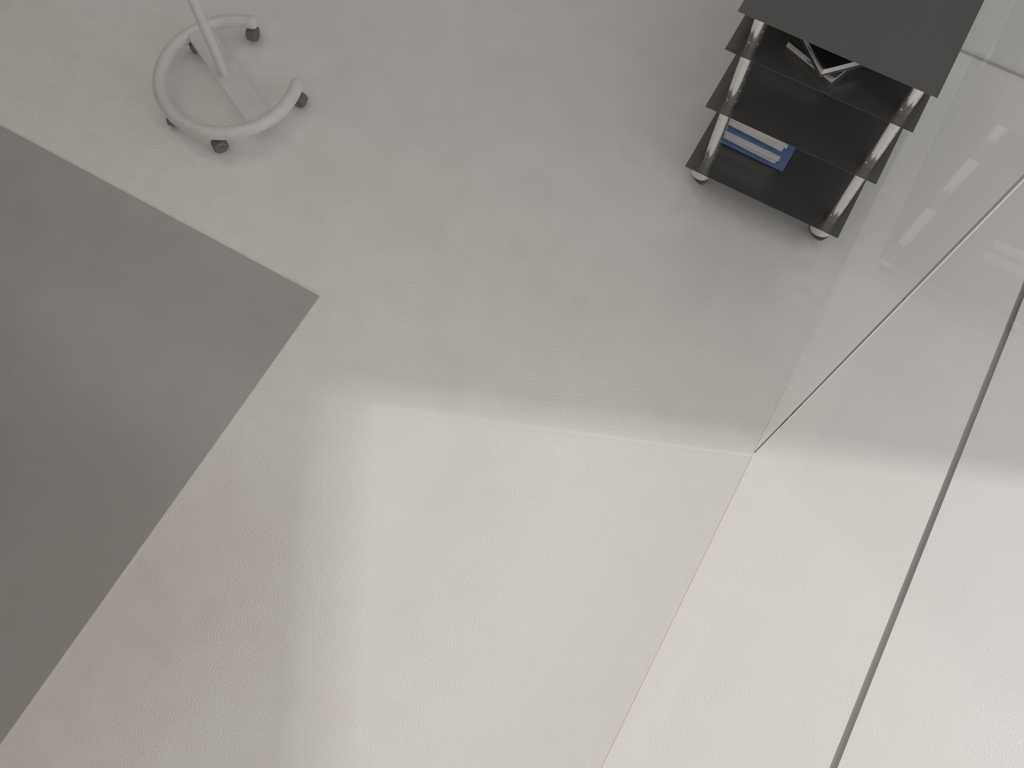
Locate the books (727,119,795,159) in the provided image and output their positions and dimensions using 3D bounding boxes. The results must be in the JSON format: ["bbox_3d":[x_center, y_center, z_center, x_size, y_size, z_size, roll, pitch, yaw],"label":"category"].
[{"bbox_3d":[0.899,-0.959,3.020,0.263,0.077,0.320,28,72,9],"label":"books"}]

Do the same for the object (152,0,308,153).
[{"bbox_3d":[-1.012,-1.453,2.325,0.553,2.088,0.560,14,70,4],"label":"object"}]

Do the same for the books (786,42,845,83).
[{"bbox_3d":[0.891,-0.952,2.507,0.146,0.028,0.170,-40,75,-14],"label":"books"}]

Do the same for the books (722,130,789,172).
[{"bbox_3d":[0.897,-0.934,3.089,0.263,0.077,0.320,28,72,9],"label":"books"}]

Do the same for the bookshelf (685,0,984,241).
[{"bbox_3d":[1.088,-1.122,2.891,0.567,0.855,0.985,28,72,9],"label":"bookshelf"}]

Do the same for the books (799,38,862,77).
[{"bbox_3d":[0.900,-0.956,2.474,0.164,0.032,0.183,-16,71,-7],"label":"books"}]
